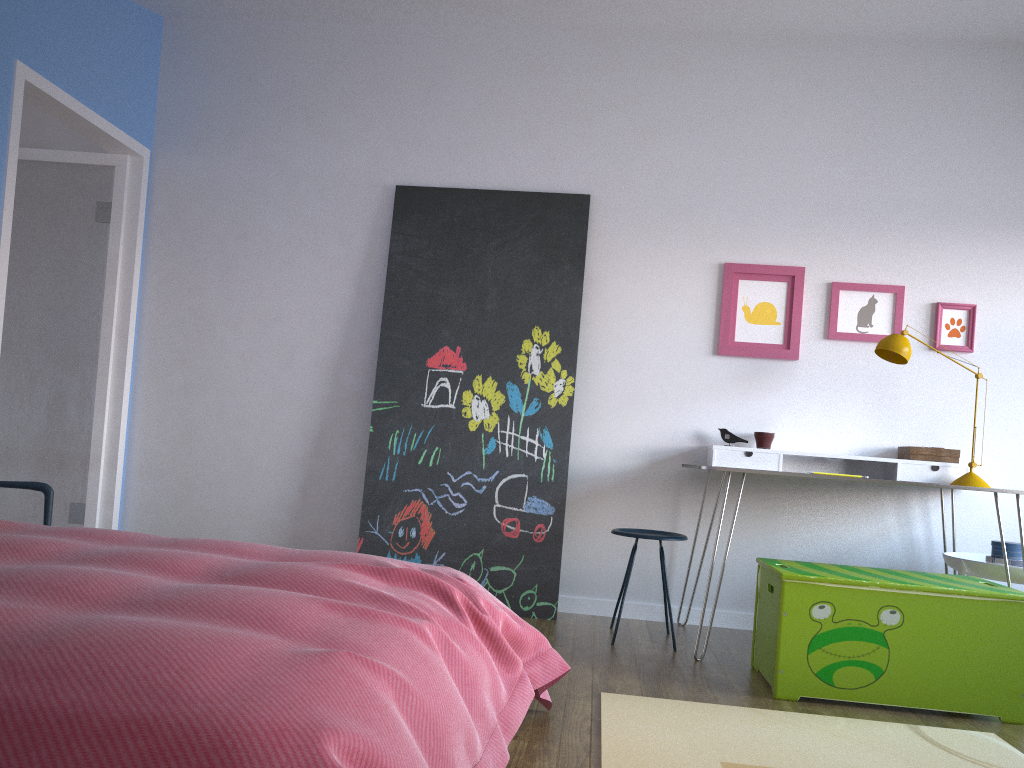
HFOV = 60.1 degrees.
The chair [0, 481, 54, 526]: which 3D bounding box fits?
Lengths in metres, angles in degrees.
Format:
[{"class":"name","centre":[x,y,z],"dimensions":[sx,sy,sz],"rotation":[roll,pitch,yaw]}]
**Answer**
[{"class":"chair","centre":[-1.891,0.499,2.993],"dimensions":[0.416,0.673,0.513],"rotation":[4,-2,2]}]

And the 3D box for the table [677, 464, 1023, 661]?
[{"class":"table","centre":[1.394,0.770,3.731],"dimensions":[1.334,0.757,0.809],"rotation":[4,-3,6]}]

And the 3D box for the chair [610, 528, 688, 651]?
[{"class":"chair","centre":[0.566,0.860,3.757],"dimensions":[0.325,0.461,0.365],"rotation":[4,-2,6]}]

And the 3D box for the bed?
[{"class":"bed","centre":[-1.043,0.408,1.782],"dimensions":[2.316,0.810,1.931],"rotation":[4,-4,6]}]

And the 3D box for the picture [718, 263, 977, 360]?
[{"class":"picture","centre":[1.566,-0.317,4.148],"dimensions":[1.152,0.439,0.027],"rotation":[4,-1,6]}]

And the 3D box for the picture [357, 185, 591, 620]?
[{"class":"picture","centre":[-0.184,0.051,4.196],"dimensions":[0.957,2.016,0.208],"rotation":[4,-1,6]}]

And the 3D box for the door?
[{"class":"door","centre":[-2.458,-0.200,3.996],"dimensions":[0.998,2.126,1.035],"rotation":[4,-2,6]}]

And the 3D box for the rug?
[{"class":"rug","centre":[0.772,0.941,1.678],"dimensions":[1.200,0.006,2.207],"rotation":[4,-4,6]}]

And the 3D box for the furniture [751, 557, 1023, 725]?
[{"class":"furniture","centre":[1.301,0.882,3.120],"dimensions":[0.812,0.418,0.482],"rotation":[4,-3,6]}]

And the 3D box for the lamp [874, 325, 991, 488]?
[{"class":"lamp","centre":[1.806,0.093,3.786],"dimensions":[0.559,0.664,0.162],"rotation":[5,-1,-11]}]
